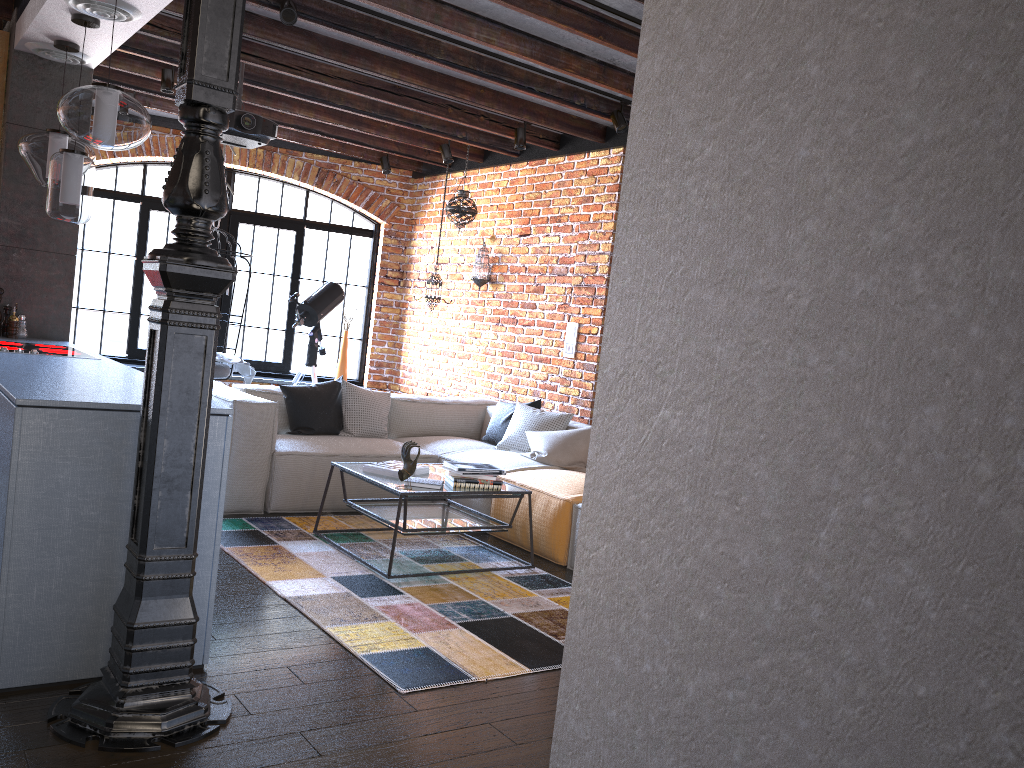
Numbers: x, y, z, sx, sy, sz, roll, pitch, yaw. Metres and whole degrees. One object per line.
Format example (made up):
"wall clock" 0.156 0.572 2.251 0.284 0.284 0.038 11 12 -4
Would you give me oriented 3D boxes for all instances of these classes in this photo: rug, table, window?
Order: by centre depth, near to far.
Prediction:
"rug" -0.470 0.898 4.186 1.432 0.013 2.363 5 4 -36
"table" -0.446 0.669 4.583 0.842 0.389 0.848 5 4 -36
"window" -2.744 -1.075 8.336 3.293 2.234 0.177 6 3 -19

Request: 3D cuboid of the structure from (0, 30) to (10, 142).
"structure" -3.855 -0.949 6.105 0.206 2.382 2.827 4 4 -36

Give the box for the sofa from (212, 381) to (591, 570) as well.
"sofa" -0.247 0.552 5.154 2.537 0.698 3.298 5 4 -37

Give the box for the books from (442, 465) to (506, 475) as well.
"books" -0.193 0.436 4.484 0.268 0.014 0.196 5 4 -37

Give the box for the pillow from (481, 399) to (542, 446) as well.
"pillow" -0.014 0.273 6.304 0.263 0.400 0.510 4 4 -42

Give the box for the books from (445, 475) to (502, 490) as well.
"books" -0.199 0.498 4.485 0.247 0.024 0.209 6 3 -17

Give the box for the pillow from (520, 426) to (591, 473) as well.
"pillow" 0.294 0.387 5.665 0.485 0.314 0.358 7 3 7

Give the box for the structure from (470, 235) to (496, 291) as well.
"structure" -0.245 -1.010 7.359 0.169 0.482 0.169 4 4 -36

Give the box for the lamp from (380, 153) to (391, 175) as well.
"lamp" -1.144 -2.005 8.042 0.134 0.208 0.093 9 4 29

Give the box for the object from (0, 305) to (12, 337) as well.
"object" -2.814 -0.352 4.936 0.048 0.180 0.048 9 4 37

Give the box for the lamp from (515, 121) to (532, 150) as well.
"lamp" 0.068 -1.780 6.361 0.113 0.194 0.085 8 4 25

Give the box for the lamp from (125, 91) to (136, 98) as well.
"lamp" -2.900 -2.160 6.761 0.121 0.184 0.082 4 4 -43

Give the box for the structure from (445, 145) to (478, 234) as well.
"structure" -0.386 -1.603 7.167 0.265 0.779 0.273 7 3 3

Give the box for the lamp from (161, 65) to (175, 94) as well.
"lamp" -2.280 -2.039 5.906 0.116 0.188 0.083 8 3 17

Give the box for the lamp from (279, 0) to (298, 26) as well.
"lamp" -1.060 -1.801 4.234 0.092 0.201 0.162 6 3 -19

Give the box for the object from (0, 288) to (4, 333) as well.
"object" -2.807 -0.398 4.826 0.061 0.283 0.061 5 4 -22

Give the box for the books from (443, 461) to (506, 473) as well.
"books" -0.191 0.421 4.483 0.268 0.014 0.196 5 3 -25

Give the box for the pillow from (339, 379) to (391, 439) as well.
"pillow" -0.986 0.177 6.006 0.250 0.402 0.543 9 4 36

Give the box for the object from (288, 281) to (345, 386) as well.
"object" -1.797 -0.174 7.618 0.570 1.472 0.616 6 3 -10

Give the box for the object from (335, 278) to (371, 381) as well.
"object" -1.536 -0.500 8.485 0.270 1.054 0.299 6 3 -16

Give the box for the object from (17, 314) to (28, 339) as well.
"object" -2.744 -0.323 4.956 0.069 0.135 0.069 9 4 34

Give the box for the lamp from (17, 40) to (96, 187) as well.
"lamp" -2.364 -1.403 4.644 0.367 0.747 0.367 8 3 17

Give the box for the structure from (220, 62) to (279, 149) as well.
"structure" -1.675 -1.900 5.473 0.409 0.816 0.463 4 4 -36

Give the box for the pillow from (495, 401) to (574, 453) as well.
"pillow" 0.138 0.322 6.000 0.495 0.354 0.293 9 4 39

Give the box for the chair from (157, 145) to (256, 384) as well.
"chair" -2.315 -1.081 6.758 0.682 2.221 0.802 7 3 9

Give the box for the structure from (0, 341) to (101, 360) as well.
"structure" -2.339 -0.163 4.291 0.504 0.057 0.763 5 4 -36

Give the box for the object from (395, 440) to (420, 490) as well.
"object" -0.484 0.379 4.168 0.099 0.223 0.093 7 3 3

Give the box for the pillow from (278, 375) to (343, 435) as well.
"pillow" -1.271 0.139 5.826 0.238 0.417 0.539 10 4 43

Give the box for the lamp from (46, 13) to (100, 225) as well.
"lamp" -2.048 -1.236 4.173 0.195 0.955 0.197 6 3 -6

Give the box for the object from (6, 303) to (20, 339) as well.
"object" -2.742 -0.348 4.893 0.058 0.192 0.080 7 3 5

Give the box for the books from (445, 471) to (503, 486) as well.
"books" -0.195 0.476 4.484 0.251 0.023 0.209 6 3 -17

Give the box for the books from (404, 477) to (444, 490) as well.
"books" -0.425 0.478 4.300 0.182 0.029 0.129 7 3 1

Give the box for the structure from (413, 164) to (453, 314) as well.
"structure" -0.608 -1.313 7.557 0.389 1.437 0.338 4 4 -36

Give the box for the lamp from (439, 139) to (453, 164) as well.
"lamp" -0.529 -1.888 7.187 0.133 0.208 0.090 8 3 21

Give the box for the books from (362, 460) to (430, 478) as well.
"books" -0.598 0.440 4.601 0.225 0.038 0.309 8 3 24

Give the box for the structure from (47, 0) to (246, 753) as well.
"structure" 1.386 -0.162 5.732 0.481 2.395 8.515 9 4 35

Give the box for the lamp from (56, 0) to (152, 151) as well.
"lamp" -1.679 -1.313 3.701 0.364 0.665 0.364 9 4 37

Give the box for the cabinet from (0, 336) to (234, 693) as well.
"cabinet" -2.032 0.314 3.835 0.607 0.844 2.958 4 4 -36

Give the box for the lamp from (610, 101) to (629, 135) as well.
"lamp" 0.680 -1.657 5.535 0.094 0.210 0.150 5 4 -34

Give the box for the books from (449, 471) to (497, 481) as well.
"books" -0.198 0.453 4.506 0.239 0.023 0.190 7 3 -2
